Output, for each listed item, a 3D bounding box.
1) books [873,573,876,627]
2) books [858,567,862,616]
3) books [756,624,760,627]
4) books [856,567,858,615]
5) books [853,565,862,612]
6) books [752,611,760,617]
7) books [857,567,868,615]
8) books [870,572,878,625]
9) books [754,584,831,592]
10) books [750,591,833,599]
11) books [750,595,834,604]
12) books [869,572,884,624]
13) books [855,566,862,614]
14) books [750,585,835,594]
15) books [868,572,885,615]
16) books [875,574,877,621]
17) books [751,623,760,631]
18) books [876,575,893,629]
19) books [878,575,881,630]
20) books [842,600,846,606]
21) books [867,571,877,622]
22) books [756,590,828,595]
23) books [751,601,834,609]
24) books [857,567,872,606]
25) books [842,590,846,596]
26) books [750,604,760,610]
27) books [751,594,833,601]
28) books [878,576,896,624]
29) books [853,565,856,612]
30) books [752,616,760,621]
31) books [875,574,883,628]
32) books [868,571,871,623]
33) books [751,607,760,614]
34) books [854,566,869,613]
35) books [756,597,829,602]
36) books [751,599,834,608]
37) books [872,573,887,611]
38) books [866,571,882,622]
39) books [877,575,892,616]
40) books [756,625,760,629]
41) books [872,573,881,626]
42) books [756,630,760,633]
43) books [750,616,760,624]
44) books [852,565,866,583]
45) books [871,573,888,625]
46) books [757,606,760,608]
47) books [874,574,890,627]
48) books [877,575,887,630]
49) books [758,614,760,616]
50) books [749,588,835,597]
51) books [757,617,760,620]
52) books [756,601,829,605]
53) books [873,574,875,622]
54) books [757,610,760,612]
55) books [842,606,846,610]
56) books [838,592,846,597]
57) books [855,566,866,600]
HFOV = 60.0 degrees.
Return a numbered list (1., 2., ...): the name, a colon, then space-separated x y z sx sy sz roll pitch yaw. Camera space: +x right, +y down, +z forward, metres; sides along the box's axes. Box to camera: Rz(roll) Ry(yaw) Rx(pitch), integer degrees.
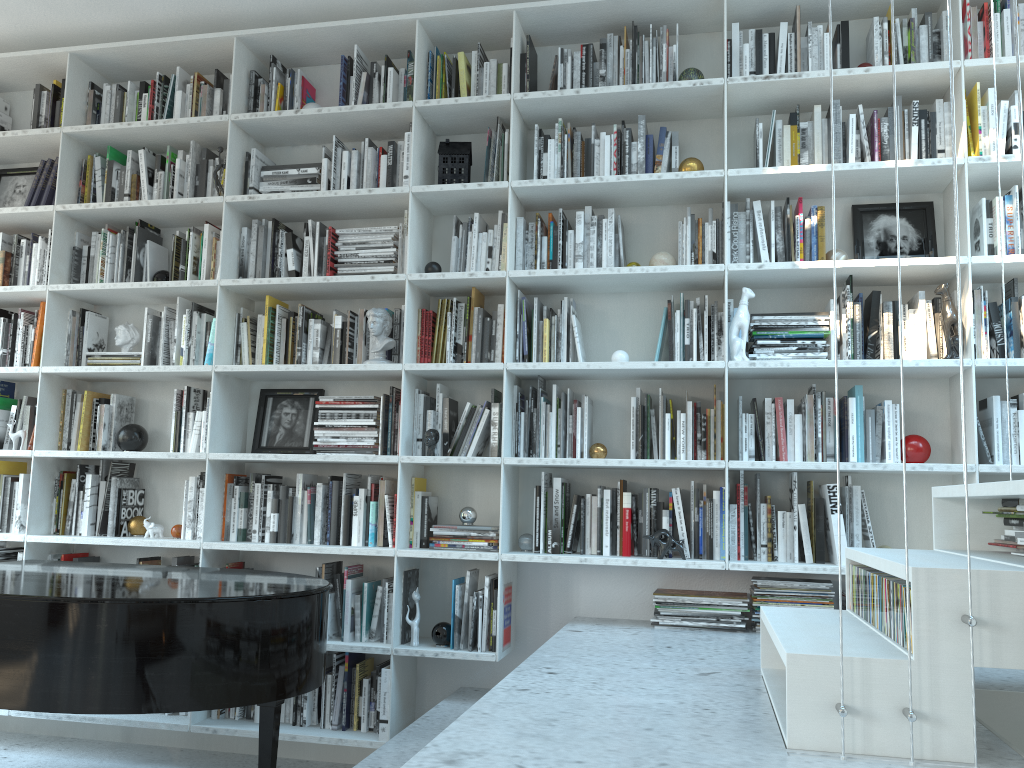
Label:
1. books: 0.928 0.517 2.111 0.125 0.125 0.007 0 -7 12
2. books: 0.973 0.546 2.318 0.125 0.125 0.010 0 -7 12
3. books: 1.046 0.903 3.326 0.254 0.007 0.161 0 -8 12
4. books: 0.978 0.549 2.346 0.125 0.125 0.008 0 -7 12
5. books: 0.991 0.557 2.404 0.125 0.125 0.008 0 -7 12
6. books: 1.048 0.868 3.325 0.285 0.007 0.159 0 -8 14
7. books: 0.975 0.547 2.329 0.125 0.125 0.010 0 -7 12
8. books: 0.936 0.522 2.149 0.125 0.125 0.010 0 -7 12
9. books: 1.049 0.766 3.331 0.254 0.005 0.161 0 -8 7
10. books: 1.047 0.794 3.337 0.285 0.005 0.160 0 -8 11
11. books: 1.046 0.809 3.333 0.285 0.005 0.160 0 -8 10
12. books: 0.938 0.524 2.159 0.125 0.125 0.007 0 -7 12
13. books: 0.982 0.551 2.361 0.125 0.125 0.007 0 -7 12
14. books: 1.050 0.772 3.334 0.285 0.005 0.160 0 -8 9
15. books: 0.940 0.525 2.168 0.125 0.125 0.009 0 -7 12
16. books: 0.921 0.513 2.079 0.125 0.125 0.008 0 -7 12
17. books: 1.046 0.917 3.325 0.285 0.007 0.159 0 -8 12
18. books: 0.919 0.512 2.072 0.125 0.125 0.008 0 -7 12
19. books: 0.914 0.509 2.050 0.125 0.125 0.007 0 -7 12
20. books: 1.412 0.817 3.256 0.368 0.007 0.206 0 -8 11
21. books: 0.944 0.528 2.186 0.125 0.125 0.012 0 -7 12
22. books: 1.049 0.777 3.332 0.254 0.005 0.161 -1 -8 16
23. books: 1.049 0.828 3.333 0.285 0.007 0.159 0 -8 13
24. books: 0.977 0.548 2.338 0.125 0.125 0.008 0 -7 12
25. books: 1.412 0.778 3.257 0.368 0.007 0.206 0 -8 14
26. books: 1.047 0.840 3.322 0.285 0.007 0.160 0 -8 7
27. books: 1.047 0.799 3.337 0.285 0.005 0.159 0 -8 13
28. books: 0.913 0.508 2.043 0.125 0.125 0.008 0 -7 12
29. books: 0.989 0.556 2.395 0.125 0.125 0.010 0 -7 12
30. books: 1.047 0.882 3.317 0.285 0.007 0.159 -1 -8 17
31. books: 0.922 0.514 2.087 0.125 0.125 0.008 0 -7 12
32. books: 0.941 0.526 2.175 0.125 0.125 0.010 0 -7 12
33. books: 1.047 0.854 3.322 0.285 0.007 0.160 0 -8 8
34. books: 0.985 0.553 2.376 0.125 0.125 0.008 0 -7 12
35. books: 1.047 0.804 3.336 0.254 0.005 0.161 0 -8 11
36. books: 1.050 0.822 3.336 0.285 0.007 0.159 0 -8 12
37. books: 0.931 0.519 2.127 0.125 0.125 0.010 0 -7 12
38. books: 0.946 0.529 2.197 0.125 0.125 0.008 0 -7 12
39. books: 0.917 0.511 2.065 0.125 0.125 0.008 0 -7 12
40. books: 1.044 0.909 3.317 0.254 0.007 0.161 -1 -8 16
41. books: 0.929 0.518 2.119 0.125 0.125 0.007 0 -7 12
42. books: 1.044 0.923 3.317 0.254 0.007 0.161 -1 -8 15
43. books: 1.045 0.889 3.319 0.285 0.007 0.160 0 -8 8
44. books: 0.993 0.558 2.411 0.125 0.125 0.007 0 -7 12
45. books: 0.933 0.521 2.138 0.125 0.125 0.014 0 -7 12
46. books: 1.049 0.835 3.331 0.254 0.007 0.161 0 -8 13
47. books: 0.924 0.515 2.096 0.125 0.125 0.010 0 -7 12
48. books: 0.916 0.510 2.058 0.125 0.125 0.008 0 -7 12
49. books: 1.047 0.861 3.322 0.254 0.007 0.161 0 -8 8
50. books: 1.046 0.782 3.332 0.285 0.005 0.160 0 -8 8
51. books: 1.047 0.875 3.320 0.254 0.007 0.161 0 -8 8
52. books: 1.047 0.815 3.336 0.254 0.005 0.161 0 -8 12
53. books: 0.926 0.516 2.104 0.125 0.125 0.007 0 -7 12
54. books: 1.049 0.848 3.330 0.254 0.007 0.161 0 -8 13
55. books: 1.410 0.838 3.247 0.368 0.007 0.206 -1 -8 15
56. books: 1.409 0.784 3.248 0.367 0.007 0.206 0 -8 7
57. books: 0.983 0.552 2.367 0.125 0.125 0.007 0 -7 12
